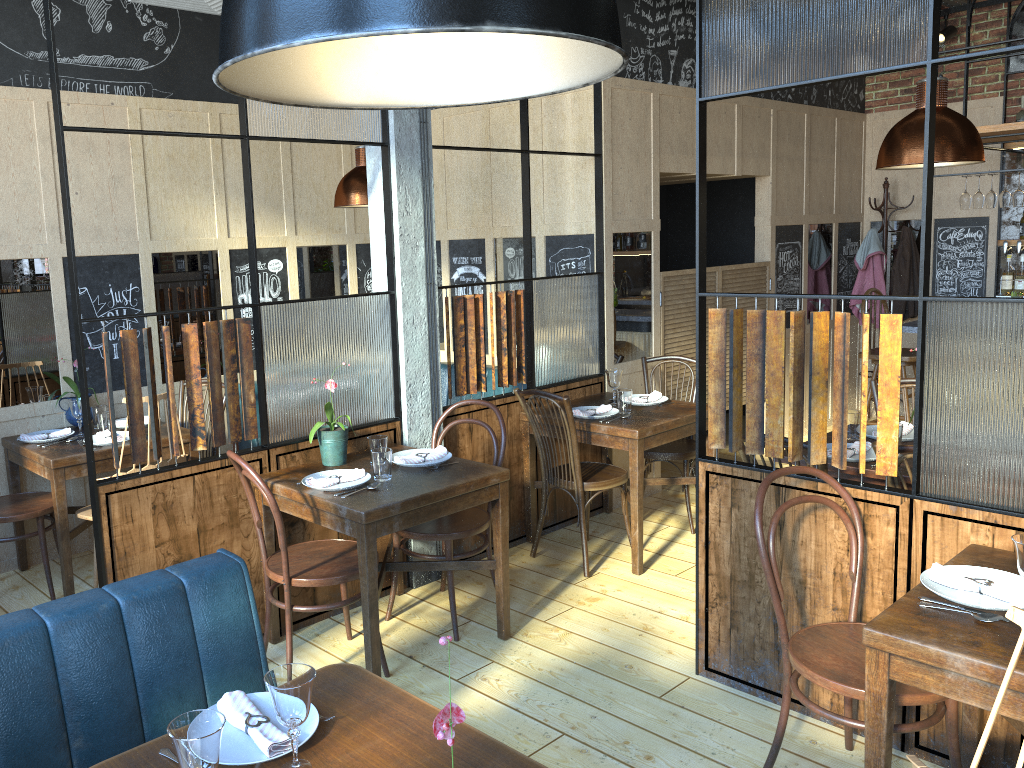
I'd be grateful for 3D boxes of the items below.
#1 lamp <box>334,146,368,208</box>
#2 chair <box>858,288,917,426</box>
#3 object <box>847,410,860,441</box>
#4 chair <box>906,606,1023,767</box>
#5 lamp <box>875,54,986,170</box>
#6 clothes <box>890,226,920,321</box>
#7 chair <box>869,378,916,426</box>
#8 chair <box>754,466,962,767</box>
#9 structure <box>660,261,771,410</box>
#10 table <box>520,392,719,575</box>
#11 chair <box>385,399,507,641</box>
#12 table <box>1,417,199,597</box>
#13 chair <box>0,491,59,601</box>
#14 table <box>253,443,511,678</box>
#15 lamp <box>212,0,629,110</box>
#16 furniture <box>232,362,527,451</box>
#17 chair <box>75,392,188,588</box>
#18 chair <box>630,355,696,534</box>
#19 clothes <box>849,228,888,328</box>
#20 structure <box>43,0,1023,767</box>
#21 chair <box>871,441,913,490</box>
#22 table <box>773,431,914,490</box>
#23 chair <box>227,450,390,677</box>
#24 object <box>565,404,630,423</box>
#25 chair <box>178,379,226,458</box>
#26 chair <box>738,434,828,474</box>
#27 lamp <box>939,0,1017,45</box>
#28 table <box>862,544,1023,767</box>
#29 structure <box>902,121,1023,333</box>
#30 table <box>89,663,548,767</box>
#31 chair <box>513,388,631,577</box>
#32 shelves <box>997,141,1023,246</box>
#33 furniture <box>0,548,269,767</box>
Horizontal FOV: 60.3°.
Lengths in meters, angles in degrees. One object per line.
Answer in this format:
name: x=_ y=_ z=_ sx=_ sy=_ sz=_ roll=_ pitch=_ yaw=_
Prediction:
lamp: x=-0.817 y=-1.638 z=4.769 sx=0.379 sy=1.329 sz=0.359 roll=1 pitch=8 yaw=18
chair: x=2.632 y=-0.059 z=6.049 sx=0.432 sy=1.190 sz=0.416 roll=6 pitch=11 yaw=44
object: x=1.463 y=0.178 z=3.783 sx=0.087 sy=0.119 sz=0.082 roll=1 pitch=9 yaw=21
chair: x=1.028 y=0.848 z=1.639 sx=0.551 sy=1.001 sz=0.440 roll=1 pitch=9 yaw=17
lamp: x=1.580 y=-1.494 z=3.288 sx=0.379 sy=1.329 sz=0.359 roll=1 pitch=8 yaw=18
clothes: x=3.147 y=-0.870 z=7.015 sx=0.222 sy=0.767 sz=0.227 roll=5 pitch=11 yaw=42
chair: x=1.811 y=0.464 z=3.948 sx=0.418 sy=0.911 sz=0.507 roll=1 pitch=9 yaw=20
chair: x=0.982 y=0.741 z=2.511 sx=0.425 sy=0.917 sz=0.569 roll=-5 pitch=9 yaw=-23
structure: x=3.499 y=-0.246 z=5.113 sx=5.169 sy=0.990 sz=1.232 roll=1 pitch=10 yaw=22
table: x=0.580 y=0.489 z=4.710 sx=0.717 sy=0.724 sz=0.787 roll=-10 pitch=12 yaw=-44
chair: x=-0.281 y=0.565 z=3.885 sx=0.459 sy=0.917 sz=0.526 roll=4 pitch=10 yaw=37
table: x=-2.132 y=0.621 z=4.624 sx=0.717 sy=0.724 sz=0.787 roll=-10 pitch=12 yaw=-44
chair: x=-2.498 y=0.587 z=4.332 sx=0.540 sy=0.917 sz=0.447 roll=-4 pitch=8 yaw=-12
table: x=-0.527 y=0.717 z=3.634 sx=0.717 sy=0.724 sz=0.787 roll=-10 pitch=12 yaw=-44
lamp: x=-0.137 y=-1.050 z=1.058 sx=0.510 sy=1.321 sz=0.550 roll=-6 pitch=9 yaw=-27
furniture: x=-0.716 y=0.365 z=5.490 sx=1.426 sy=0.819 sz=1.514 roll=-11 pitch=13 yaw=-44
chair: x=-1.813 y=0.528 z=4.281 sx=0.471 sy=1.001 sz=0.514 roll=3 pitch=10 yaw=32
chair: x=0.888 y=0.321 z=5.036 sx=0.418 sy=0.911 sz=0.507 roll=1 pitch=9 yaw=20
clothes: x=2.852 y=-0.844 z=7.029 sx=0.235 sy=0.788 sz=0.278 roll=-4 pitch=8 yaw=-18
structure: x=2.400 y=-0.795 z=4.083 sx=6.094 sy=3.312 sz=5.808 roll=3 pitch=10 yaw=29
chair: x=1.549 y=0.622 z=3.074 sx=0.499 sy=0.911 sz=0.425 roll=-9 pitch=11 yaw=-39
table: x=1.700 y=0.642 z=3.505 sx=0.696 sy=0.724 sz=1.081 roll=-10 pitch=12 yaw=-44
chair: x=-0.783 y=0.671 z=3.387 sx=0.530 sy=0.917 sz=0.456 roll=-6 pitch=9 yaw=-27
object: x=0.424 y=0.139 z=4.495 sx=0.258 sy=0.051 sz=0.340 roll=-11 pitch=12 yaw=-40
chair: x=-1.816 y=0.462 z=4.897 sx=0.418 sy=0.911 sz=0.507 roll=1 pitch=9 yaw=20
chair: x=1.128 y=0.598 z=3.324 sx=0.499 sy=0.911 sz=0.425 roll=-9 pitch=11 yaw=-39
lamp: x=2.300 y=-2.081 z=3.416 sx=5.990 sy=0.273 sz=7.580 roll=-12 pitch=13 yaw=-43
table: x=1.350 y=0.900 z=2.056 sx=0.717 sy=0.724 sz=0.787 roll=-10 pitch=12 yaw=-44
structure: x=3.899 y=-0.496 z=5.359 sx=1.664 sy=2.165 sz=2.453 roll=-10 pitch=12 yaw=-44
table: x=-0.109 y=1.117 z=1.340 sx=0.787 sy=0.658 sz=1.615 roll=-11 pitch=12 yaw=-44
chair: x=0.330 y=0.446 z=4.439 sx=0.499 sy=0.911 sz=0.425 roll=-9 pitch=11 yaw=-39
shelves: x=4.546 y=-1.338 z=5.912 sx=0.578 sy=0.743 sz=2.222 roll=-10 pitch=12 yaw=-44
furniture: x=-0.303 y=1.074 z=1.157 sx=1.306 sy=0.819 sz=2.739 roll=-11 pitch=13 yaw=-44
